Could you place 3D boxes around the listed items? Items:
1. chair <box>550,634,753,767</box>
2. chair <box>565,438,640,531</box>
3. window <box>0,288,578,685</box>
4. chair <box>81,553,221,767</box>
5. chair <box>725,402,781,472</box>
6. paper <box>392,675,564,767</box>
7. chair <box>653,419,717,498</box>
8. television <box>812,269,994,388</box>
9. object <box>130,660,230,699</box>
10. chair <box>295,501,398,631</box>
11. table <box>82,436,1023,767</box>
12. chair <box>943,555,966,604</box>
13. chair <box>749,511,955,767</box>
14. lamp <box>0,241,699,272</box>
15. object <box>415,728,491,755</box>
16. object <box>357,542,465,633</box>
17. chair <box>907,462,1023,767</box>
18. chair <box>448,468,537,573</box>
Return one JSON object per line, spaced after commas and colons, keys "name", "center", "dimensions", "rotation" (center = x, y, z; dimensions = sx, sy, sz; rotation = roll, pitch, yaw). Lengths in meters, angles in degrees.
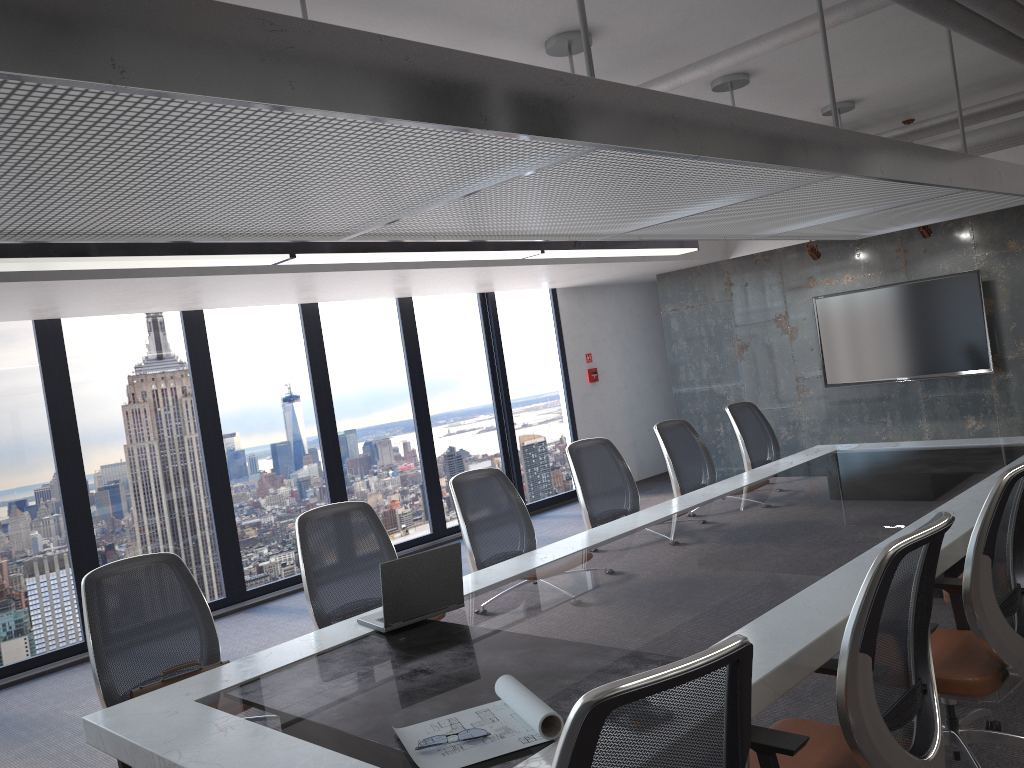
{"name": "chair", "center": [0.178, 1.071, 1.849], "dimensions": [0.828, 1.166, 0.789], "rotation": [-8, 1, 24]}
{"name": "chair", "center": [0.790, 0.907, 5.495], "dimensions": [0.828, 1.166, 0.789], "rotation": [-8, 1, 15]}
{"name": "window", "center": [-2.527, 0.578, 7.491], "dimensions": [0.121, 2.670, 9.225], "rotation": [-7, 2, 45]}
{"name": "chair", "center": [-1.192, 1.243, 3.341], "dimensions": [0.828, 1.166, 0.789], "rotation": [-8, 1, 9]}
{"name": "chair", "center": [2.098, 0.689, 6.707], "dimensions": [0.828, 1.166, 0.789], "rotation": [-8, 1, 9]}
{"name": "paper", "center": [-0.103, 0.899, 2.369], "dimensions": [0.379, 0.069, 0.348], "rotation": [-9, 1, -20]}
{"name": "chair", "center": [1.440, 0.800, 6.033], "dimensions": [0.828, 1.166, 0.789], "rotation": [-8, 1, 9]}
{"name": "television", "center": [4.511, -0.599, 7.964], "dimensions": [3.667, 0.960, 0.101], "rotation": [-7, 2, 45]}
{"name": "object", "center": [-1.236, 1.218, 3.369], "dimensions": [0.378, 0.308, 0.138], "rotation": [-9, 1, -34]}
{"name": "chair", "center": [-0.583, 1.139, 4.060], "dimensions": [0.828, 1.166, 0.789], "rotation": [-8, 1, 19]}
{"name": "table", "center": [1.189, 1.079, 4.265], "dimensions": [1.898, 0.745, 5.498], "rotation": [-7, 2, 45]}
{"name": "chair", "center": [2.185, 0.734, 3.831], "dimensions": [0.828, 1.166, 0.789], "rotation": [-8, 1, 9]}
{"name": "chair", "center": [0.869, 0.956, 2.485], "dimensions": [0.828, 1.166, 0.789], "rotation": [-8, 1, 9]}
{"name": "lamp", "center": [0.765, -1.409, 4.147], "dimensions": [4.126, 0.908, 6.097], "rotation": [-7, 2, 45]}
{"name": "object", "center": [-0.152, 0.923, 2.297], "dimensions": [0.200, 0.036, 0.049], "rotation": [-9, 1, -8]}
{"name": "object", "center": [-0.423, 0.812, 3.623], "dimensions": [0.366, 0.277, 0.308], "rotation": [-9, 1, -35]}
{"name": "chair", "center": [1.527, 0.845, 3.158], "dimensions": [0.828, 1.166, 0.789], "rotation": [-8, 1, 9]}
{"name": "chair", "center": [0.124, 1.022, 4.687], "dimensions": [0.828, 1.166, 0.789], "rotation": [-8, 1, 9]}
